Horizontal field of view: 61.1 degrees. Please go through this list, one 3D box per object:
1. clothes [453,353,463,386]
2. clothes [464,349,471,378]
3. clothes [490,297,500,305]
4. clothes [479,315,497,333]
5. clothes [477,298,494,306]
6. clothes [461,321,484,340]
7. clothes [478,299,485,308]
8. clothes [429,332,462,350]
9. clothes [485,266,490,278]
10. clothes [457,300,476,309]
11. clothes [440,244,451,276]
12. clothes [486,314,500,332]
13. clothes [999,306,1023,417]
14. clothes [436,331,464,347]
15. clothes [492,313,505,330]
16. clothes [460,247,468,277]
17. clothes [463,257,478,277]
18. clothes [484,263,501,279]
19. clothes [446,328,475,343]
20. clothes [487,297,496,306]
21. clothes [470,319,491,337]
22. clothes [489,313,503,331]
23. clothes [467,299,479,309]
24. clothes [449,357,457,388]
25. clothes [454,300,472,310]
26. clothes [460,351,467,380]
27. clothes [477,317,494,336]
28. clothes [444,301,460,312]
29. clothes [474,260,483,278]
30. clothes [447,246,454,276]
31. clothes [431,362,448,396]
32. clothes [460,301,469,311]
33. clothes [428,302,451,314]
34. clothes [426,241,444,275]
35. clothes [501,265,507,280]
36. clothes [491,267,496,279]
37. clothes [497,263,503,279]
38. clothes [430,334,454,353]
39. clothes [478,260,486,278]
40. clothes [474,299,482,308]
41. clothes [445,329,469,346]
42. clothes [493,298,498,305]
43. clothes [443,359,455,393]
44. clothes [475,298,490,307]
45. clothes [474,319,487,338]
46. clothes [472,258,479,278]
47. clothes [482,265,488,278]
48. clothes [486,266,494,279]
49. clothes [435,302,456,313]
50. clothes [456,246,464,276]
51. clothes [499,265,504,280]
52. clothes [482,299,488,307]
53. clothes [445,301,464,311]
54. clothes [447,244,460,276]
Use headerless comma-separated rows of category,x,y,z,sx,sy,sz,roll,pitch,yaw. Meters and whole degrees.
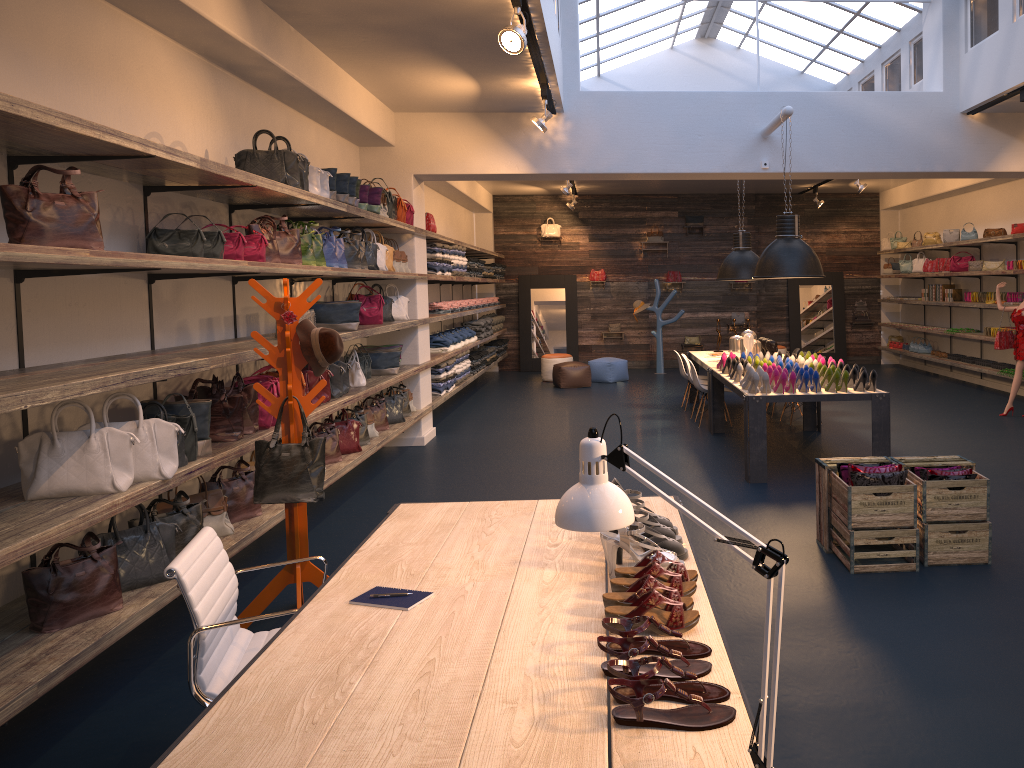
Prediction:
clothes,-0.814,-0.202,11.549,0.260,0.454,0.346,0,4,15
clothes,-0.743,-0.279,12.237,0.260,0.454,0.346,0,4,15
clothes,-0.389,-1.591,16.661,0.324,0.154,0.348,-1,6,-4
clothes,-0.459,-1.066,15.418,0.331,0.341,0.402,0,5,9
clothes,-0.520,-1.467,15.605,0.334,0.158,0.336,1,6,22
clothes,-0.612,-0.834,13.570,0.385,0.302,0.342,-2,5,-11
clothes,-0.616,-1.345,14.458,0.324,0.154,0.348,-1,6,-4
clothes,-0.932,-0.563,11.468,0.406,0.240,0.449,1,6,17
clothes,-0.583,-1.902,14.652,0.420,0.250,0.345,-1,5,-2
clothes,-0.749,-1.218,13.385,0.334,0.158,0.336,1,6,22
clothes,-0.913,-1.545,10.780,0.249,0.409,0.326,-1,4,9
clothes,-0.414,-1.115,15.859,0.331,0.341,0.402,0,5,9
clothes,6.289,-0.283,10.674,0.479,1.381,0.335,-2,3,-13
clothes,-0.890,-0.608,11.870,0.426,0.240,0.429,-1,5,1
clothes,-0.323,-1.214,16.742,0.331,0.341,0.402,0,5,9
clothes,-0.789,-1.717,12.170,0.260,0.454,0.346,0,4,15
clothes,-0.703,-1.716,12.781,0.368,0.298,0.330,-1,5,4
clothes,-0.386,-2.059,15.850,0.368,0.298,0.330,-1,5,4
clothes,-0.803,-0.704,12.724,0.406,0.240,0.449,1,6,17
clothes,-0.463,-1.511,15.940,0.324,0.154,0.348,-1,6,-4
clothes,-0.531,-0.922,14.360,0.385,0.302,0.342,-2,5,-11
clothes,-0.368,-1.164,16.300,0.331,0.341,0.402,0,5,9
clothes,-0.692,-1.263,13.720,0.324,0.154,0.348,-1,6,-4
clothes,-0.860,-0.143,11.175,0.249,0.409,0.326,-1,4,9
clothes,-0.766,-1.182,12.999,0.324,0.154,0.348,-1,6,-4
clothes,-0.780,-0.238,11.876,0.260,0.454,0.346,0,4,15
clothes,-0.502,-0.972,14.737,0.403,0.316,0.348,-2,5,-12
clothes,-0.900,-1.055,11.924,0.334,0.158,0.336,1,6,22
clothes,-0.647,-1.789,13.434,0.353,0.298,0.307,-1,5,1
clothes,-0.906,-1.581,11.108,0.249,0.409,0.326,-1,4,9
clothes,-0.930,-0.067,10.497,0.249,0.409,0.326,-1,4,9
clothes,-0.824,-1.138,12.664,0.334,0.158,0.336,1,6,22
clothes,-0.974,-0.974,11.203,0.334,0.158,0.336,1,6,22
clothes,-0.976,-1.505,10.430,0.249,0.409,0.326,-1,4,9
clothes,-0.297,-2.168,16.830,0.346,0.298,0.313,0,5,7
clothes,-0.499,-1.993,15.464,0.420,0.250,0.345,-1,5,-2
clothes,-0.364,-2.095,16.176,0.377,0.298,0.312,-2,5,-10
clothes,-0.977,-0.514,11.025,0.426,0.240,0.429,-1,5,1
clothes,-0.613,-1.825,13.762,0.346,0.298,0.313,0,5,7
clothes,-0.673,-1.301,14.123,0.334,0.158,0.336,1,6,22
clothes,-0.848,-0.654,12.280,0.426,0.240,0.429,-1,5,1
clothes,-0.446,-1.547,16.326,0.334,0.158,0.336,1,6,22
clothes,-0.868,-0.107,10.847,0.249,0.409,0.326,-1,4,9
clothes,-0.541,-1.426,15.179,0.324,0.154,0.348,-1,6,-4
clothes,-0.584,-0.884,13.948,0.403,0.316,0.348,-2,5,-12
clothes,-0.680,-1.752,13.107,0.377,0.298,0.312,-2,5,-10
clothes,-0.625,-1.858,14.256,0.405,0.250,0.358,0,5,10
clothes,-0.541,-1.948,15.068,0.405,0.250,0.358,0,5,10
clothes,-0.917,-1.019,11.538,0.324,0.154,0.348,-1,6,-4
clothes,-0.826,-1.676,11.809,0.260,0.454,0.346,0,4,15
clothes,-0.330,-2.132,16.502,0.353,0.298,0.307,-1,5,1
clothes,-0.599,-1.381,14.844,0.334,0.158,0.336,1,6,22
clothes,-0.842,-1.099,12.259,0.324,0.154,0.348,-1,6,-4
clothes,-0.860,-1.640,11.482,0.260,0.454,0.346,0,4,15
